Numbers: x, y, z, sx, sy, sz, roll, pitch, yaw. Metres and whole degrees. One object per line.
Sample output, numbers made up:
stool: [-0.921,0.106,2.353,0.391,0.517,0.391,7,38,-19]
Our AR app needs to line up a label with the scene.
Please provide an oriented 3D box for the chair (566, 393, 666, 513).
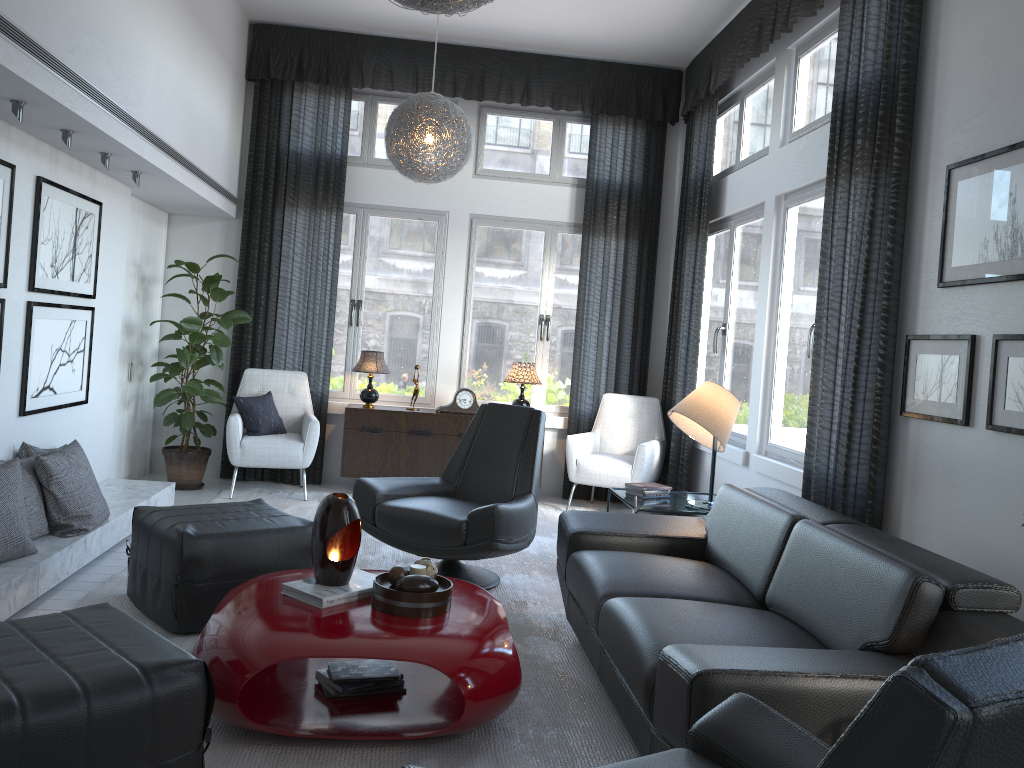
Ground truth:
chair: [0.744,0.495,6.271,0.594,0.823,0.612,5,1,24]

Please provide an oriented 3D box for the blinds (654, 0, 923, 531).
blinds: [1.360,-0.644,5.107,0.189,3.276,3.215,4,1,-7]

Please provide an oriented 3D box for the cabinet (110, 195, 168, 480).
cabinet: [-2.583,-0.269,5.825,0.191,1.895,1.173,4,1,-6]

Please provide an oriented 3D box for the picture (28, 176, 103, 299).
picture: [-2.195,-0.698,4.389,0.020,0.522,0.792,4,2,-6]

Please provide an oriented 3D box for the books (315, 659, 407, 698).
books: [-0.474,0.928,2.808,0.272,0.054,0.205,3,3,-30]

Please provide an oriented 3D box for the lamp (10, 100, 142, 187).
lamp: [-1.764,-0.973,2.597,0.053,0.081,4.258,4,3,-6]

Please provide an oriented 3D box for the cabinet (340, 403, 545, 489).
cabinet: [-0.498,0.505,6.358,1.398,0.612,0.386,4,1,-6]

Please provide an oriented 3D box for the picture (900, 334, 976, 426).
picture: [1.605,-0.024,3.356,0.020,0.326,0.428,4,2,-6]

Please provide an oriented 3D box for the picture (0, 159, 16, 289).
picture: [-2.084,-0.644,3.355,0.020,0.522,0.792,4,2,-6]

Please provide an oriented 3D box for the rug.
rug: [-0.076,1.006,2.416,2.953,0.032,7.778,4,3,-6]

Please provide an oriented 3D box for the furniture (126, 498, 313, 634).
furniture: [-1.154,0.695,3.529,0.598,0.378,0.615,3,3,-42]

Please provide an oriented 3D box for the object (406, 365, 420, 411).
object: [-0.694,0.023,6.313,0.096,0.324,0.096,4,0,-7]

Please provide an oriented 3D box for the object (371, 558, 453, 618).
object: [-0.303,0.616,2.717,0.243,0.133,0.242,6,2,31]

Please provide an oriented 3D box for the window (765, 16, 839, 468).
window: [1.588,-0.718,4.407,0.133,2.322,1.269,4,1,-6]

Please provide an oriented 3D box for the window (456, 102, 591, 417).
window: [0.283,-0.919,6.736,1.268,2.322,0.133,4,0,-6]

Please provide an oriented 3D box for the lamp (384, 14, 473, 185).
lamp: [-0.452,-1.807,5.133,0.512,1.306,0.515,4,1,-12]

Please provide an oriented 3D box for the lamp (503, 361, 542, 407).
lamp: [0.074,0.042,6.367,0.280,0.397,0.281,5,1,20]

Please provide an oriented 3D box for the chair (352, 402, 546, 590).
chair: [-0.207,0.509,4.255,0.841,0.810,0.804,5,2,32]

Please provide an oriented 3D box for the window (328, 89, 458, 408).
window: [-1.123,-1.019,6.584,1.268,2.322,0.133,4,0,-6]

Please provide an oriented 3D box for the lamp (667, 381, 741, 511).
lamp: [1.159,0.523,3.939,0.474,1.015,1.170,4,2,-32]

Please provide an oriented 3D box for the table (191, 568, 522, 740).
table: [-0.470,0.812,2.790,0.941,0.300,0.940,4,2,-7]

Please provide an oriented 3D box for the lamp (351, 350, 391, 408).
lamp: [-0.998,-0.034,6.251,0.280,0.397,0.281,5,1,20]

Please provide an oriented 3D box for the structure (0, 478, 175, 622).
structure: [-1.832,0.829,1.707,0.393,0.135,7.216,4,3,-6]

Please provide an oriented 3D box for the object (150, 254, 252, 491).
object: [-2.106,-0.087,5.886,0.937,1.589,0.638,5,1,39]

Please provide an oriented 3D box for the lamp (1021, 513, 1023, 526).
lamp: [1.356,0.619,2.102,0.475,1.015,1.167,5,2,19]

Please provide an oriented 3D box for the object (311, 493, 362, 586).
object: [-0.556,0.485,2.792,0.151,0.280,0.153,5,1,34]

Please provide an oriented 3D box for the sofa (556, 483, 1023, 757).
sofa: [0.746,0.736,2.943,0.936,0.616,1.907,4,2,-6]

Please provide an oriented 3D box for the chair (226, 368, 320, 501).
chair: [-1.629,0.326,6.029,0.593,0.823,0.613,4,1,-16]

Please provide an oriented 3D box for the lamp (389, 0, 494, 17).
lamp: [-0.157,-1.664,2.403,0.514,1.306,0.513,4,1,-12]

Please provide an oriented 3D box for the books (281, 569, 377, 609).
books: [-0.540,0.642,2.795,0.201,0.030,0.306,6,3,39]

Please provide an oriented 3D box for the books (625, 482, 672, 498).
books: [0.696,0.546,4.556,0.215,0.050,0.161,3,3,-34]

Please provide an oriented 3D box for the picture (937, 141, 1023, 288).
picture: [1.677,-0.583,3.085,0.020,0.467,0.589,4,2,-6]

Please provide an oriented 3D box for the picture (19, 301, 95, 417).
picture: [-2.237,-0.134,4.392,0.020,0.522,0.792,4,2,-6]

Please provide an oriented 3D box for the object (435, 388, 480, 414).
object: [-0.337,0.120,6.337,0.406,0.180,0.181,4,1,-6]

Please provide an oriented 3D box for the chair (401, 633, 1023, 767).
chair: [0.350,0.681,1.312,0.839,0.810,0.806,3,2,-33]

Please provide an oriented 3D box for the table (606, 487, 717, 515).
table: [0.815,0.785,4.426,0.593,0.410,0.594,4,2,-6]

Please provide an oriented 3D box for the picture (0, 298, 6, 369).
picture: [-2.129,-0.080,3.357,0.020,0.522,0.792,4,2,-6]

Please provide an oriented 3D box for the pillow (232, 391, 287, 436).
pillow: [-1.705,0.203,6.015,0.253,0.295,0.356,5,2,20]

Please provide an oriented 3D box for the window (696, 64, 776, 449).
window: [1.437,-0.791,5.818,0.133,2.322,1.269,4,1,-6]

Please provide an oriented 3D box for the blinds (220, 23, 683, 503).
blinds: [-0.417,-0.841,6.529,3.211,3.277,0.189,4,0,-6]

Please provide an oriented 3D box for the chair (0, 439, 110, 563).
chair: [-2.035,0.469,3.808,0.391,0.431,1.337,4,2,-6]

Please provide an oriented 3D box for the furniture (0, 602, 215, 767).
furniture: [-1.069,0.770,1.974,0.600,0.378,0.613,6,3,42]

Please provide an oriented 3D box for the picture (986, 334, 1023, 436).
picture: [1.662,0.005,2.818,0.020,0.326,0.428,4,2,-6]
